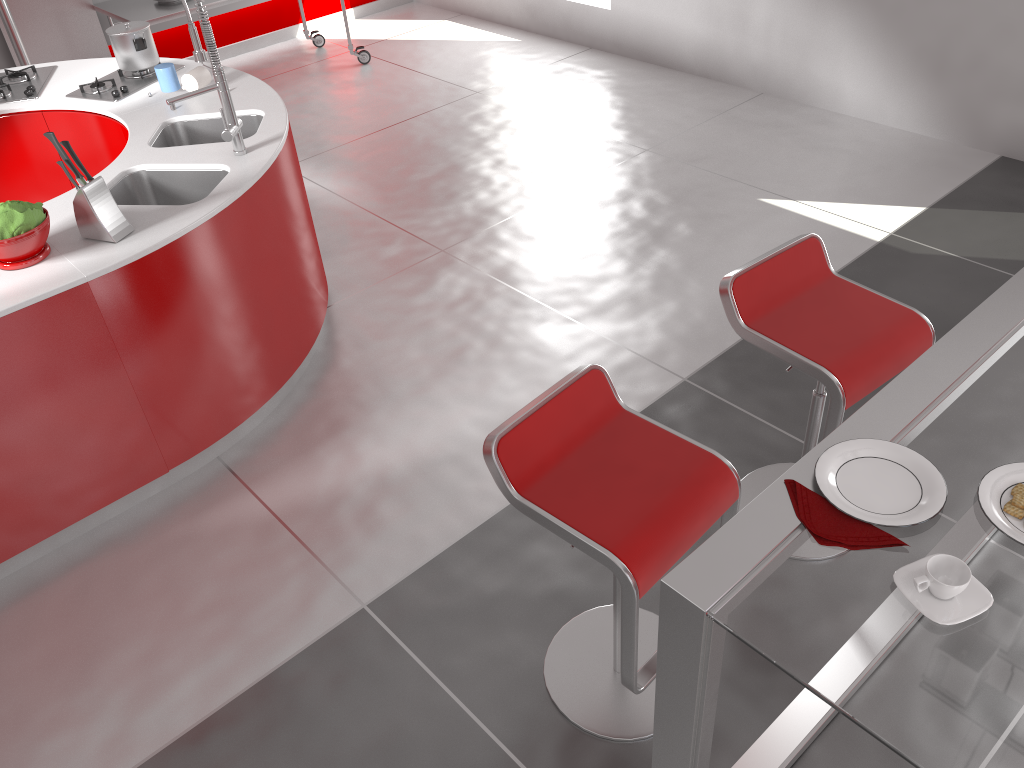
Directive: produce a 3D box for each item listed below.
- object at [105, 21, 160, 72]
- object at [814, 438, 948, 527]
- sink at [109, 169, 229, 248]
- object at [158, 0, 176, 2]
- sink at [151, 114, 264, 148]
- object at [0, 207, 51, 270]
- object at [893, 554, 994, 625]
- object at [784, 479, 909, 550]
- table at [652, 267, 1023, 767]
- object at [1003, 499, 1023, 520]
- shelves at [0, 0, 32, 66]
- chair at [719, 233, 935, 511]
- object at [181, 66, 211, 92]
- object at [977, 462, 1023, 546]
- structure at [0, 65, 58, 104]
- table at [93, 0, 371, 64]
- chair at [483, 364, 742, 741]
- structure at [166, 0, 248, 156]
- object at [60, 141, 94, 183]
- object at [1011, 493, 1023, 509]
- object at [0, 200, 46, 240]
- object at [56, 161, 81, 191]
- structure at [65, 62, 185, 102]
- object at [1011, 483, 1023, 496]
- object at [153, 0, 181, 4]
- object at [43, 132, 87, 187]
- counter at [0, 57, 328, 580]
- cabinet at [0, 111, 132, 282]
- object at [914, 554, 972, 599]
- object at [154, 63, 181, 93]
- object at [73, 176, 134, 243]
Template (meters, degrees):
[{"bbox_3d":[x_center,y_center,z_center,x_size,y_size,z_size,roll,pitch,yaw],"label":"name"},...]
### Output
[{"bbox_3d":[-1.683,-1.509,3.941,0.218,0.185,0.189,3,39,10],"label":"object"},{"bbox_3d":[0.638,0.172,1.542,0.217,0.015,0.217,-7,38,-2],"label":"object"},{"bbox_3d":[-1.197,-0.608,3.123,0.428,0.172,0.326,2,39,10],"label":"sink"},{"bbox_3d":[-2.222,-2.536,5.803,0.228,0.020,0.228,17,43,25],"label":"object"},{"bbox_3d":[-1.172,-0.910,3.503,0.428,0.172,0.326,-5,38,0],"label":"sink"},{"bbox_3d":[-1.493,-0.432,2.669,0.228,0.118,0.229,9,40,17],"label":"object"},{"bbox_3d":[0.658,0.316,1.358,0.119,0.016,0.119,-17,40,-15],"label":"object"},{"bbox_3d":[0.532,0.234,1.479,0.095,0.012,0.234,-32,45,-29],"label":"object"},{"bbox_3d":[1.170,0.485,1.905,1.700,1.000,0.800,-32,45,-30],"label":"table"},{"bbox_3d":[0.839,0.208,1.476,0.036,0.006,0.034,-32,45,-30],"label":"object"},{"bbox_3d":[-3.698,-2.232,4.624,1.735,2.599,0.535,-32,45,-30],"label":"shelves"},{"bbox_3d":[0.874,0.061,2.592,0.418,0.857,0.460,-28,43,-26],"label":"chair"},{"bbox_3d":[-1.335,-1.278,3.718,0.109,0.080,0.100,8,40,16],"label":"object"},{"bbox_3d":[0.887,0.209,1.466,0.217,0.015,0.217,-6,38,-1],"label":"object"},{"bbox_3d":[-2.248,-1.359,3.996,0.303,0.037,0.457,-11,38,-7],"label":"structure"},{"bbox_3d":[-1.918,-2.460,6.255,1.627,0.682,0.749,-31,45,-29],"label":"table"},{"bbox_3d":[0.252,0.441,2.183,0.460,0.857,0.418,28,49,35],"label":"chair"},{"bbox_3d":[-1.082,-1.201,2.944,0.178,0.920,0.308,-2,38,4],"label":"structure"},{"bbox_3d":[-1.285,-0.609,2.717,0.130,0.279,0.012,9,40,17],"label":"object"},{"bbox_3d":[0.855,0.197,1.479,0.036,0.006,0.034,22,45,30],"label":"object"},{"bbox_3d":[-1.490,-0.479,2.641,0.198,0.182,0.193,-27,43,-26],"label":"object"},{"bbox_3d":[-1.304,-0.578,2.677,0.091,0.197,0.009,9,40,17],"label":"object"},{"bbox_3d":[-1.717,-1.364,3.940,0.303,0.037,0.457,12,41,20],"label":"structure"},{"bbox_3d":[0.867,0.184,1.503,0.036,0.006,0.034,-32,45,-30],"label":"object"},{"bbox_3d":[-2.221,-2.528,5.809,0.228,0.020,0.228,17,43,25],"label":"object"},{"bbox_3d":[-1.304,-0.606,2.690,0.150,0.322,0.014,9,40,17],"label":"object"},{"bbox_3d":[-1.719,-0.374,3.428,1.868,0.880,2.865,-8,38,-4],"label":"counter"},{"bbox_3d":[-1.949,-0.293,3.301,1.025,0.761,1.875,-1,38,5],"label":"cabinet"},{"bbox_3d":[0.650,0.301,1.339,0.078,0.049,0.062,-32,45,-30],"label":"object"},{"bbox_3d":[-1.463,-1.292,3.737,0.109,0.100,0.080,10,41,19],"label":"object"},{"bbox_3d":[-1.273,-0.541,2.728,0.137,0.178,0.091,10,41,19],"label":"object"}]
